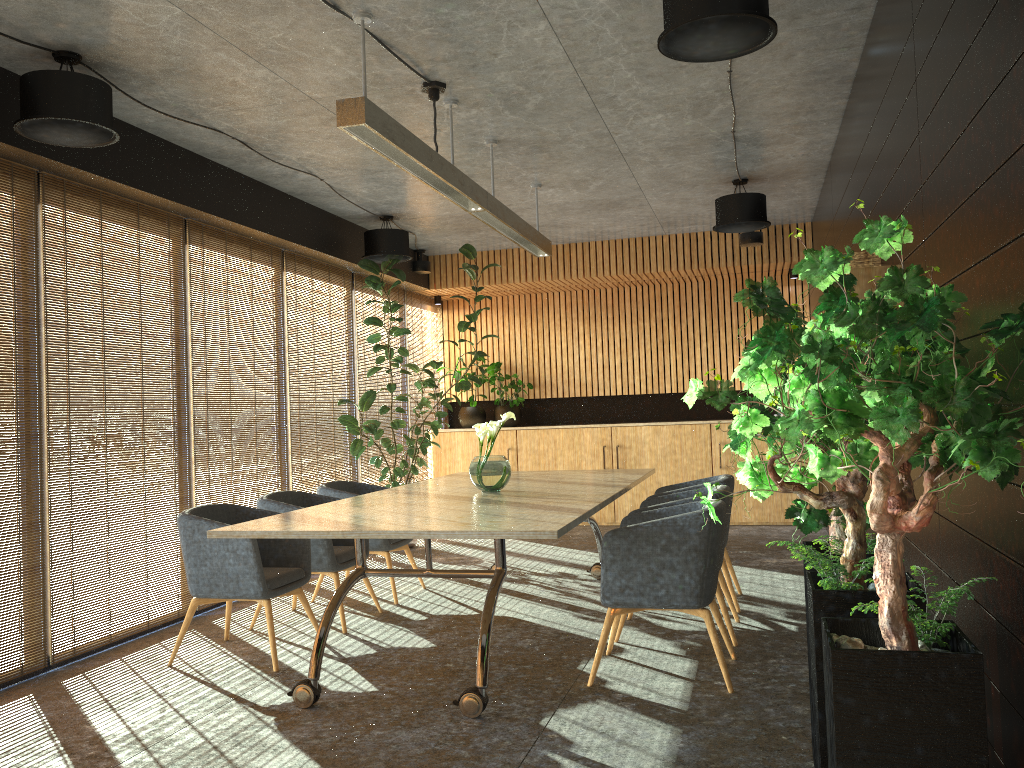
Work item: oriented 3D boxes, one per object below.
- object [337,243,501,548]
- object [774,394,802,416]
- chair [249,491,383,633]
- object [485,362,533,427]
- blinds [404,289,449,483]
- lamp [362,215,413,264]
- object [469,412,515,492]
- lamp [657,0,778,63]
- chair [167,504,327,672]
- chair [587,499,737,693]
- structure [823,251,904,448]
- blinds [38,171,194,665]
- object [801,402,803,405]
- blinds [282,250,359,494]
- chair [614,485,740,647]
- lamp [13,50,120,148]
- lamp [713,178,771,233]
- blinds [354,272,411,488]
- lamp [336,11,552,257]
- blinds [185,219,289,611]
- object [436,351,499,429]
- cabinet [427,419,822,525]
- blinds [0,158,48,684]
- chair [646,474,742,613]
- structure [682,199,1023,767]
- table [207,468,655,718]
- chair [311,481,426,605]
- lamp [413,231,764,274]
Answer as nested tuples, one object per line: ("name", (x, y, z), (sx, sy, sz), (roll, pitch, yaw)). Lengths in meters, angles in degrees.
("object", (-1.209, 0.189, 9.759), (1.875, 3.266, 1.958), (-1, -2, -36))
("object", (3.452, 0.245, 11.031), (0.384, 0.347, 0.384), (-4, -2, 38))
("chair", (-1.433, 1.258, 6.483), (0.761, 0.944, 0.706), (-3, -2, 15))
("object", (-0.105, 0.138, 11.842), (0.679, 0.880, 0.512), (-3, -2, 19))
("blinds", (-1.096, 0.327, 11.805), (0.039, 3.038, 1.422), (-3, -2, 15))
("lamp", (-1.271, -1.480, 8.987), (0.513, 0.497, 0.513), (-2, -2, -14))
("object", (-0.151, 0.470, 6.166), (0.295, 0.546, 0.322), (-3, -2, 25))
("lamp", (0.889, -1.721, 3.894), (0.513, 0.497, 0.513), (-4, -3, 45))
("chair", (-1.674, 1.240, 5.617), (0.761, 0.944, 0.706), (-3, -2, 15))
("chair", (0.830, 1.124, 4.923), (0.761, 0.944, 0.706), (-3, -2, 15))
("structure", (2.012, -0.148, 5.213), (0.242, 1.130, 2.172), (-3, -2, 15))
("blinds", (-2.981, 0.157, 3.545), (1.388, 3.075, 6.486), (-2, -2, -3))
("object", (1.963, 0.037, 5.555), (0.401, 0.633, 0.445), (-2, -2, -4))
("blinds", (-1.889, 0.268, 8.952), (0.039, 3.038, 1.422), (-3, -2, 15))
("chair", (1.071, 1.142, 5.790), (0.761, 0.944, 0.706), (-3, -2, 15))
("lamp", (-2.413, -1.568, 4.809), (0.513, 0.497, 0.513), (-2, -2, 4))
("lamp", (2.077, -1.635, 8.060), (0.513, 0.497, 0.513), (-4, -3, 45))
("blinds", (-1.489, 0.298, 10.391), (0.039, 3.038, 1.422), (-3, -2, 15))
("lamp", (-0.253, -1.518, 6.227), (0.151, 0.618, 4.009), (-3, -2, 15))
("blinds", (-2.282, 0.238, 7.538), (0.039, 3.038, 1.422), (-3, -2, 15))
("object", (-0.598, 0.074, 11.996), (0.640, 1.054, 0.666), (-1, -2, -33))
("cabinet", (1.370, 1.148, 11.516), (4.954, 1.272, 1.006), (-3, -2, 15))
("blinds", (-3.063, 0.179, 4.729), (0.039, 3.038, 1.422), (-3, -2, 15))
("chair", (1.312, 1.160, 6.656), (0.761, 0.944, 0.706), (-3, -2, 15))
("structure", (1.100, 0.528, 2.894), (0.952, 1.987, 2.081), (-3, -2, 17))
("table", (-0.125, 1.205, 6.121), (1.816, 0.927, 3.932), (-3, -2, 15))
("chair", (-1.192, 1.276, 7.350), (0.761, 0.944, 0.706), (-3, -2, 15))
("lamp", (0.761, -1.600, 10.352), (4.179, 0.294, 0.257), (-3, -2, 15))
